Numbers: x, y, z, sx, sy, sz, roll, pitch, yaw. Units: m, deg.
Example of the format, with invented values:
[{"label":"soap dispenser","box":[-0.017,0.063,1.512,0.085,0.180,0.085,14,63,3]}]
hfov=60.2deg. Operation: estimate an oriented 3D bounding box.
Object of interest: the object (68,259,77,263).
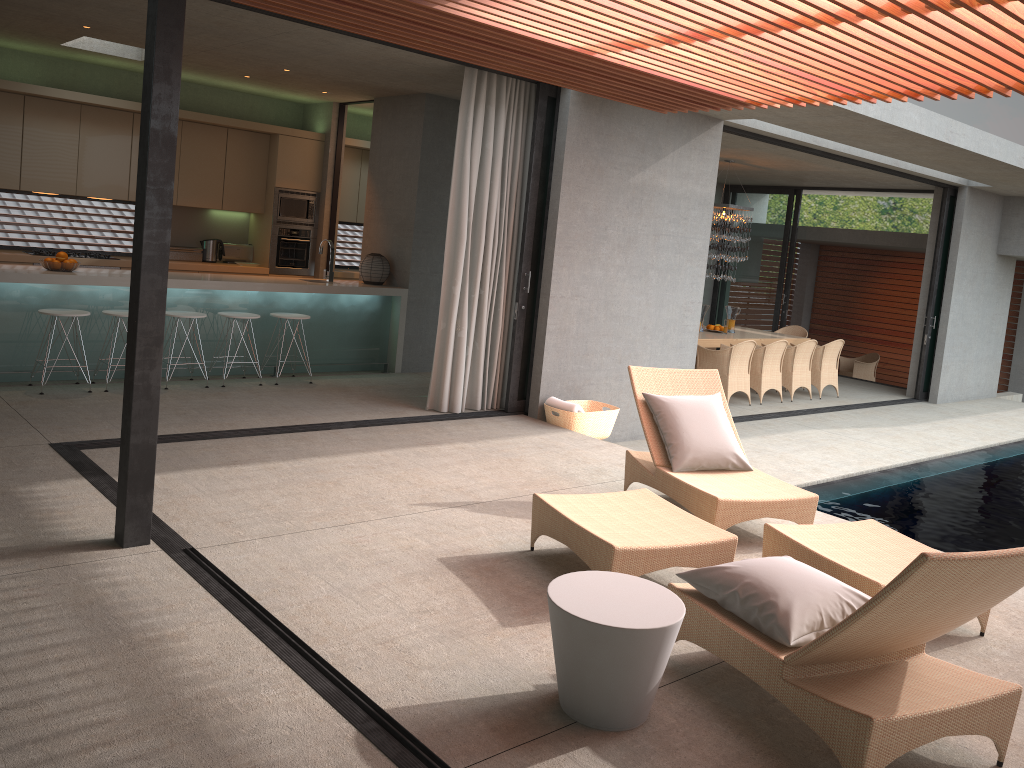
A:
[{"label":"object","box":[-3.741,-1.017,7.506,0.095,0.093,0.094,11,9,37]}]

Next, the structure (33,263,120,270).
[{"label":"structure","box":[-4.497,-0.977,9.126,0.828,0.497,0.080,-2,9,-41]}]

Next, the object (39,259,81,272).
[{"label":"object","box":[-3.814,-0.997,7.456,0.315,0.081,0.318,-2,12,-41]}]

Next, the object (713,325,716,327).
[{"label":"object","box":[2.944,-0.822,12.932,0.082,0.080,0.081,12,10,42]}]

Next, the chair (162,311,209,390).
[{"label":"chair","box":[-2.862,-0.302,7.659,0.382,0.619,0.385,0,8,-41]}]

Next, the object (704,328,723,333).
[{"label":"object","box":[2.951,-0.773,12.849,0.311,0.034,0.312,9,10,17]}]

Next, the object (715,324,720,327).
[{"label":"object","box":[2.977,-0.841,12.799,0.071,0.047,0.072,7,8,9]}]

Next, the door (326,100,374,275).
[{"label":"door","box":[-3.387,-0.340,5.015,5.795,4.437,15.415,9,10,20]}]

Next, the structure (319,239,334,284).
[{"label":"structure","box":[-1.926,-1.263,9.073,0.097,0.438,0.260,1,8,-41]}]

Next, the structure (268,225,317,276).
[{"label":"structure","box":[-2.773,-1.648,10.820,0.596,0.575,0.502,-1,9,-41]}]

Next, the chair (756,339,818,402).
[{"label":"chair","box":[3.847,-0.238,12.264,0.617,0.857,0.636,0,9,-41]}]

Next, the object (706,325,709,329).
[{"label":"object","box":[2.875,-0.823,12.885,0.087,0.086,0.087,7,7,9]}]

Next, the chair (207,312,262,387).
[{"label":"chair","box":[-2.490,-0.321,7.989,0.382,0.619,0.385,0,8,-41]}]

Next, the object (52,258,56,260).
[{"label":"object","box":[-3.886,-1.025,7.497,0.087,0.086,0.087,7,7,9]}]

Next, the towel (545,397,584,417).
[{"label":"towel","box":[0.505,0.294,7.752,0.309,0.309,0.372,-1,10,-41]}]

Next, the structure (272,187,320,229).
[{"label":"structure","box":[-2.736,-2.153,10.791,0.596,0.434,0.464,-1,10,-41]}]

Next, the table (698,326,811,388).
[{"label":"table","box":[2.850,-0.381,12.832,3.258,0.751,1.292,-3,12,-41]}]

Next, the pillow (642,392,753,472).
[{"label":"pillow","box":[1.167,0.296,5.573,0.607,0.424,0.431,2,8,-23]}]

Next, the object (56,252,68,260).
[{"label":"object","box":[-3.812,-1.074,7.484,0.095,0.093,0.095,3,8,-22]}]

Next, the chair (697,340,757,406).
[{"label":"chair","box":[2.737,-0.184,11.288,0.617,0.857,0.636,0,9,-41]}]

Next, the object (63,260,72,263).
[{"label":"object","box":[-3.732,-0.998,7.414,0.087,0.086,0.087,11,9,38]}]

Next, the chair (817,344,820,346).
[{"label":"chair","box":[6.097,-0.372,17.893,0.617,0.857,0.635,6,7,3]}]

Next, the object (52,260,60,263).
[{"label":"object","box":[-3.802,-0.993,7.367,0.081,0.080,0.081,4,7,-13]}]

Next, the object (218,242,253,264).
[{"label":"object","box":[-3.348,-1.584,10.714,0.389,0.246,0.151,-2,9,-41]}]

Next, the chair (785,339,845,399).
[{"label":"chair","box":[4.402,-0.266,12.752,0.617,0.857,0.636,0,9,-41]}]

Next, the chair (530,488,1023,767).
[{"label":"chair","box":[0.929,0.667,3.653,0.699,0.820,2.320,2,10,-26]}]

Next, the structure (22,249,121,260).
[{"label":"structure","box":[-4.626,-1.340,9.286,0.839,0.090,0.468,-3,13,-41]}]

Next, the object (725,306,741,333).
[{"label":"object","box":[3.232,-0.951,13.018,0.194,0.384,0.193,9,7,30]}]

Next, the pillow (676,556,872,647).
[{"label":"pillow","box":[1.039,0.787,3.342,0.594,0.193,0.600,0,11,-30]}]

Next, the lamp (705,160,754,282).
[{"label":"lamp","box":[3.060,-2.365,12.844,0.619,1.742,0.623,1,7,-42]}]

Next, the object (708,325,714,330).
[{"label":"object","box":[2.882,-0.810,12.795,0.095,0.093,0.095,11,9,38]}]

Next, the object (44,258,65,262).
[{"label":"object","box":[-3.840,-1.011,7.403,0.174,0.099,0.097,6,7,3]}]

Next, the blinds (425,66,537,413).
[{"label":"blinds","box":[-0.226,-1.219,7.734,0.885,2.913,0.231,0,7,-45]}]

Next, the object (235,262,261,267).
[{"label":"object","box":[-3.144,-1.423,10.516,0.311,0.034,0.312,9,10,17]}]

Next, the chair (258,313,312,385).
[{"label":"chair","box":[-2.112,-0.340,8.323,0.382,0.619,0.385,0,8,-41]}]

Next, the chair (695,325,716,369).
[{"label":"chair","box":[2.954,-0.683,14.373,0.617,0.857,0.636,0,9,-41]}]

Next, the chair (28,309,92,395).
[{"label":"chair","box":[-3.577,-0.267,7.030,0.382,0.619,0.385,0,8,-41]}]

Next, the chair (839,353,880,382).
[{"label":"chair","box":[6.810,-0.207,17.332,0.629,0.857,0.623,4,7,-12]}]

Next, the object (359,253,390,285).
[{"label":"object","box":[-1.481,-1.242,9.523,0.342,0.332,0.340,12,9,39]}]

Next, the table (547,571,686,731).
[{"label":"table","box":[0.338,0.928,3.056,0.477,0.390,0.476,10,9,30]}]

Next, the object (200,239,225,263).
[{"label":"object","box":[-3.553,-1.582,10.468,0.278,0.283,0.179,0,8,-36]}]

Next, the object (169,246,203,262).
[{"label":"object","box":[-3.836,-1.515,10.278,0.400,0.159,0.242,-2,11,-41]}]

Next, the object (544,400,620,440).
[{"label":"object","box":[0.608,0.344,7.859,0.680,0.298,0.450,-2,11,-42]}]

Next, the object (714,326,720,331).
[{"label":"object","box":[2.960,-0.790,12.756,0.081,0.080,0.081,4,7,-13]}]

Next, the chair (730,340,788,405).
[{"label":"chair","box":[3.292,-0.211,11.776,0.617,0.857,0.636,0,9,-41]}]

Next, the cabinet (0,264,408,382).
[{"label":"cabinet","box":[-2.947,-0.563,8.326,4.122,0.892,0.807,-3,11,-41]}]

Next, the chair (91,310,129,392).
[{"label":"chair","box":[-3.222,-0.285,7.342,0.382,0.619,0.385,0,8,-41]}]

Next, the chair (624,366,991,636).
[{"label":"chair","box":[1.451,0.512,4.876,0.699,0.820,2.320,3,9,-22]}]

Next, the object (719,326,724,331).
[{"label":"object","box":[3.029,-0.796,12.803,0.087,0.086,0.087,11,9,38]}]

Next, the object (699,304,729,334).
[{"label":"object","box":[2.808,-0.940,12.707,0.540,0.383,0.328,2,8,-26]}]

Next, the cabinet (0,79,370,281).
[{"label":"cabinet","box":[-3.409,-1.643,9.474,7.472,2.546,1.983,-2,10,-41]}]

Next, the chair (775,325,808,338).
[{"label":"chair","box":[4.375,-0.517,14.225,0.630,0.857,0.623,0,9,-41]}]
